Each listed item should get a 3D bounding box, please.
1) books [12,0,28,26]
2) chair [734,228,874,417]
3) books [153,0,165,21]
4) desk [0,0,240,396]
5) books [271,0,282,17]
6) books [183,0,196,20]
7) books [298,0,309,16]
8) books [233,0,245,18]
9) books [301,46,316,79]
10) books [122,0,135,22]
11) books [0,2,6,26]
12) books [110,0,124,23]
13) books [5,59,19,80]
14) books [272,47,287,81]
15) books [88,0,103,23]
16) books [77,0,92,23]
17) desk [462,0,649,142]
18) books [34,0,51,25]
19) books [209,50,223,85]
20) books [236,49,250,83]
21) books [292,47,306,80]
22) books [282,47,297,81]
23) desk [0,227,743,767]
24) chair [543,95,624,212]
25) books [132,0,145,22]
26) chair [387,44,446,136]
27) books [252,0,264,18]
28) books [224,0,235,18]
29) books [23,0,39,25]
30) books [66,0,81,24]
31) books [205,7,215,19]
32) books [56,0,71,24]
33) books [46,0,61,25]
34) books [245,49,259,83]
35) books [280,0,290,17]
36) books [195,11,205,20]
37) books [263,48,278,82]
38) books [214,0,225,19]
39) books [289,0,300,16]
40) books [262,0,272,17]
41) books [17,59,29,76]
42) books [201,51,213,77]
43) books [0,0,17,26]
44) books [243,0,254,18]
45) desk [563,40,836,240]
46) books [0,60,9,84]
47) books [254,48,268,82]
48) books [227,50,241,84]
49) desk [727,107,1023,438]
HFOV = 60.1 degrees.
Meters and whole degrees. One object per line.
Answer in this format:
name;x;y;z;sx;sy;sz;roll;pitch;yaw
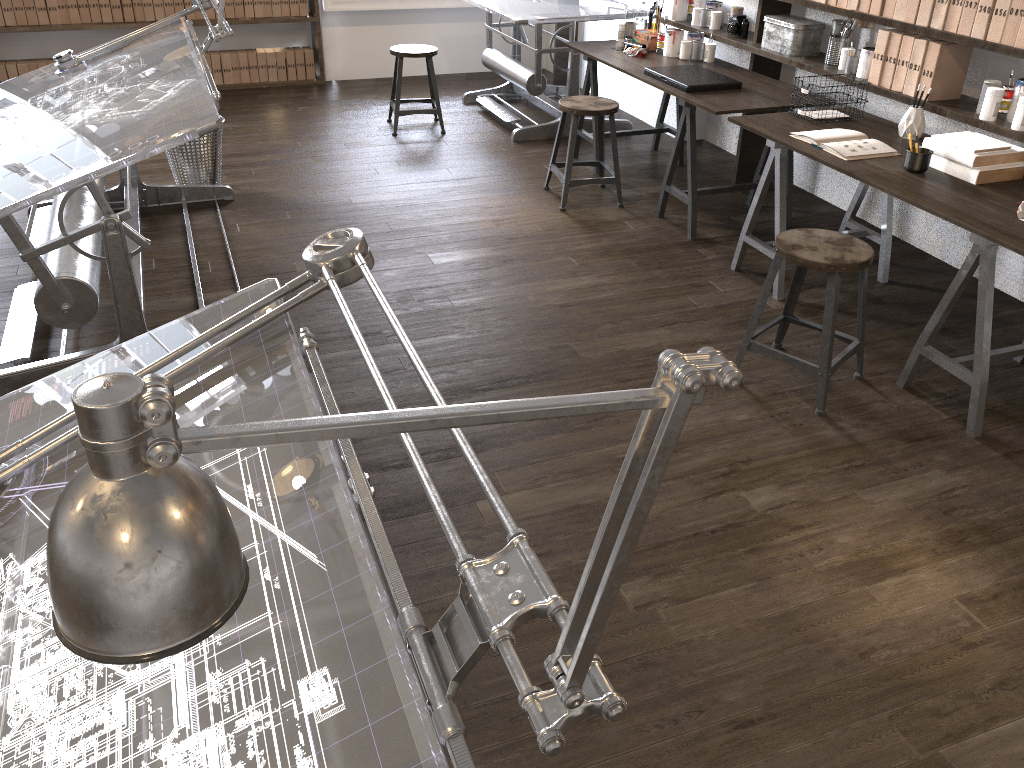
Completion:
books;-3.449;-2.645;6.210;0.067;0.221;0.178;-9;32;-19
chair;1.035;-0.238;3.081;0.375;0.516;0.362;25;38;35
books;-2.599;-2.797;6.502;0.067;0.221;0.178;-9;32;-19
desk;-1.603;-1.119;3.604;1.079;1.356;2.325;-10;32;-19
books;-1.819;-2.937;6.771;0.067;0.221;0.178;-9;32;-19
books;-2.399;-2.834;6.573;0.067;0.220;0.178;-9;32;-19
books;-1.625;-2.973;6.840;0.067;0.221;0.178;-9;32;-19
books;-2.075;-2.893;6.686;0.067;0.221;0.178;-9;32;-19
books;-1.627;-2.565;7.076;0.067;0.220;0.178;-9;32;-19
books;-2.796;-2.760;6.431;0.067;0.221;0.178;-9;32;-19
books;-3.580;-2.617;6.158;0.067;0.221;0.178;-9;32;-19
books;-2.868;-2.750;6.412;0.067;0.221;0.178;-9;32;-19
books;-3.585;-2.208;6.392;0.067;0.221;0.178;-9;32;-19
books;-1.837;-2.528;7.005;0.067;0.221;0.178;-9;32;-19
books;-3.001;-2.726;6.365;0.067;0.221;0.178;-9;32;-19
books;-3.067;-2.714;6.342;0.067;0.221;0.178;-9;32;-19
desk;0.290;-2.384;6.077;1.074;1.074;1.294;-10;32;-19
books;-3.317;-2.666;6.250;0.067;0.221;0.178;-9;32;-19
books;-2.286;-2.444;6.844;0.067;0.221;0.178;-9;32;-19
books;-2.097;-2.478;6.909;0.067;0.221;0.178;-9;32;-19
books;-1.698;-2.554;7.054;0.067;0.220;0.178;-9;32;-19
books;-1.766;-2.538;7.025;0.067;0.221;0.178;-9;32;-19
desk;-0.402;0.550;0.871;1.079;1.356;2.110;-10;32;-19
chair;0.392;-1.232;4.713;0.358;0.516;0.380;-5;31;-12
books;-2.729;-2.775;6.460;0.067;0.220;0.178;-9;32;-19
chair;-0.642;-1.950;5.866;0.358;0.516;0.380;-5;31;-12
books;-1.941;-2.916;6.731;0.067;0.220;0.178;-9;32;-19
books;-2.141;-2.882;6.665;0.067;0.221;0.178;-9;32;-19
books;-3.384;-2.656;6.231;0.067;0.221;0.178;-9;32;-19
books;-3.127;-2.699;6.315;0.067;0.221;0.178;-9;32;-19
books;-2.271;-2.855;6.613;0.067;0.221;0.178;-9;32;-19
books;-3.192;-2.690;6.297;0.067;0.220;0.178;-9;32;-19
books;-3.250;-2.679;6.276;0.067;0.220;0.178;-9;32;-19
books;-2.036;-2.492;6.936;0.067;0.221;0.178;-9;32;-19
books;-1.758;-2.951;6.797;0.067;0.221;0.178;-9;32;-19
books;-2.339;-2.842;6.590;0.067;0.221;0.178;-9;32;-19
books;-1.902;-2.514;6.978;0.067;0.221;0.178;-9;32;-19
books;-2.205;-2.869;6.639;0.067;0.221;0.178;-9;32;-19
books;-1.692;-2.963;6.821;0.067;0.221;0.178;-9;32;-19
books;-1.883;-2.928;6.753;0.067;0.220;0.178;-9;32;-19
books;-3.518;-2.221;6.417;0.067;0.220;0.178;-9;32;-19
books;-2.353;-2.434;6.825;0.067;0.221;0.178;-9;32;-19
books;-3.513;-2.631;6.184;0.067;0.221;0.178;-9;32;-19
books;-2.008;-2.903;6.706;0.067;0.221;0.178;-9;32;-19
desk;0.899;-1.389;4.859;0.657;0.655;1.701;-10;32;-18
books;-3.652;-2.198;6.373;0.067;0.221;0.178;-9;32;-19
books;-1.970;-2.504;6.959;0.067;0.221;0.178;-9;32;-19
books;-2.161;-2.469;6.891;0.067;0.220;0.178;-9;32;-19
desk;1.531;-0.511;3.420;0.657;0.655;1.701;-10;32;-18
